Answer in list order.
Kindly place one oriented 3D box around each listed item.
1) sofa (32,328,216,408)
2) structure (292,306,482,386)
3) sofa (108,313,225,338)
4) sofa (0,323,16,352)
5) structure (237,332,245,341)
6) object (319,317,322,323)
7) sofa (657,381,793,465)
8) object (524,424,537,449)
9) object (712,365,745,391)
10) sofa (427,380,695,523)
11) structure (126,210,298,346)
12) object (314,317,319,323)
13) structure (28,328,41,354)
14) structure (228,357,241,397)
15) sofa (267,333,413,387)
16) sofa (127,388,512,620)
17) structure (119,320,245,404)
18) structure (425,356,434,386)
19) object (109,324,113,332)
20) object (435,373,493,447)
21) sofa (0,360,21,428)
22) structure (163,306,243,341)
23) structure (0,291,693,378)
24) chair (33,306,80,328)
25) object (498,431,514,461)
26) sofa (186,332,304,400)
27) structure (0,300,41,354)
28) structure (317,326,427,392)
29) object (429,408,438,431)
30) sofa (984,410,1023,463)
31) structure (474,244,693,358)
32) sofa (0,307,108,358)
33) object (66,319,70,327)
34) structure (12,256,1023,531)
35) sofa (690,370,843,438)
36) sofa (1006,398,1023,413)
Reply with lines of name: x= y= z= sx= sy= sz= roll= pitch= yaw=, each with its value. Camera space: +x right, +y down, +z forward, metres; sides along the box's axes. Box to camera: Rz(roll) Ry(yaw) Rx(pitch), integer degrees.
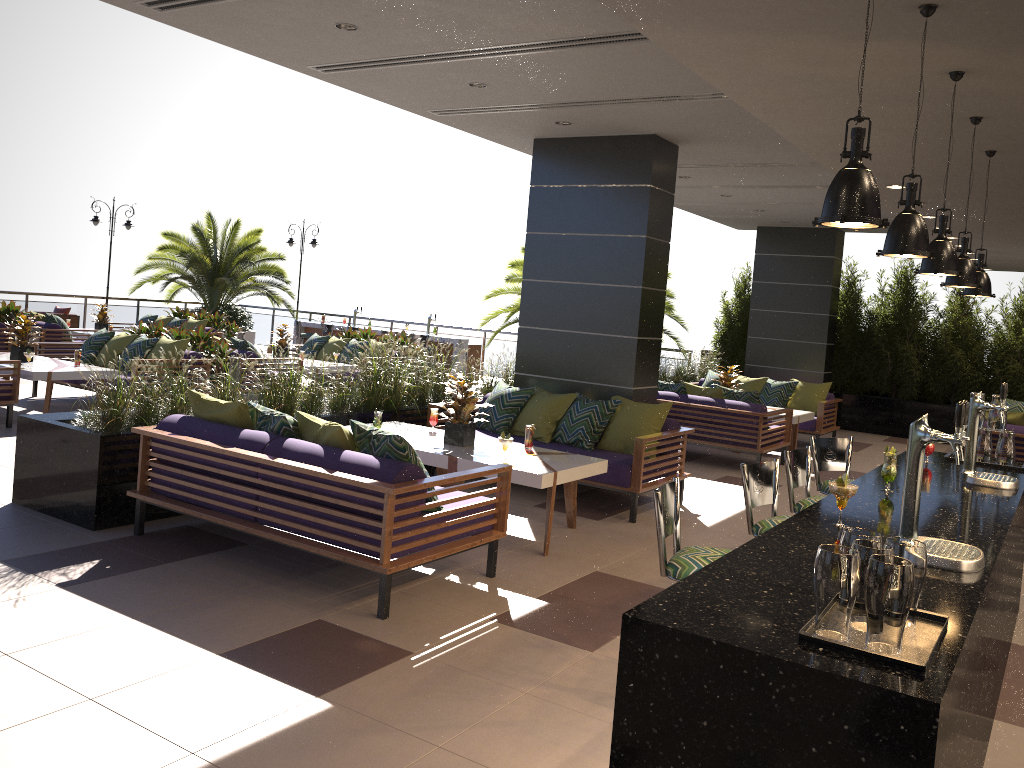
sofa: x=-4.803 y=-0.194 z=10.858 sx=2.132 sy=0.918 sz=1.119 roll=8 pitch=5 yaw=32
structure: x=-2.667 y=-0.888 z=18.306 sx=4.415 sy=1.326 sz=0.804 roll=8 pitch=4 yaw=32
sofa: x=-6.518 y=-0.837 z=16.495 sx=2.132 sy=0.918 sz=1.119 roll=8 pitch=5 yaw=32
sofa: x=-8.560 y=-0.719 z=13.268 sx=2.132 sy=0.918 sz=1.119 roll=8 pitch=5 yaw=32
structure: x=-5.101 y=-0.620 z=16.588 sx=0.100 sy=0.699 sz=0.180 roll=6 pitch=2 yaw=32
object: x=-4.239 y=-1.368 z=19.556 sx=0.105 sy=0.208 sz=0.105 roll=5 pitch=2 yaw=7
sofa: x=2.140 y=0.401 z=10.608 sx=2.132 sy=0.918 sz=1.119 roll=8 pitch=5 yaw=32
object: x=0.134 y=0.396 z=6.659 sx=0.066 sy=0.189 sz=0.085 roll=3 pitch=2 yaw=-33
object: x=2.867 y=0.005 z=11.707 sx=0.424 sy=0.525 sz=0.432 roll=2 pitch=4 yaw=-40
sofa: x=0.399 y=0.500 z=7.884 sx=2.132 sy=0.918 sz=1.119 roll=8 pitch=5 yaw=32
structure: x=-6.957 y=-2.463 z=20.950 sx=3.800 sy=3.297 sz=3.763 roll=5 pitch=4 yaw=0
object: x=-4.295 y=-1.364 z=19.455 sx=0.105 sy=0.208 sz=0.105 roll=5 pitch=2 yaw=7
structure: x=-7.197 y=-0.502 z=13.309 sx=0.100 sy=0.699 sz=0.180 roll=6 pitch=2 yaw=32
structure: x=-3.431 y=0.024 z=10.893 sx=0.100 sy=0.699 sz=0.180 roll=6 pitch=2 yaw=32
sofa: x=-2.767 y=-0.314 z=14.089 sx=2.132 sy=0.918 sz=1.119 roll=8 pitch=5 yaw=32
sofa: x=-1.188 y=0.590 z=5.400 sx=2.132 sy=0.918 sz=1.119 roll=8 pitch=5 yaw=32
structure: x=-4.409 y=-0.247 z=11.512 sx=2.427 sy=1.171 sz=0.700 roll=8 pitch=4 yaw=34
structure: x=-1.335 y=-0.095 z=14.172 sx=0.100 sy=0.699 sz=0.180 roll=6 pitch=2 yaw=32
object: x=-6.769 y=-0.909 z=14.926 sx=0.066 sy=0.189 sz=0.085 roll=4 pitch=2 yaw=-28
object: x=-0.387 y=0.190 z=6.609 sx=0.432 sy=0.525 sz=0.424 roll=8 pitch=4 yaw=45
sofa: x=-6.059 y=-0.125 z=8.916 sx=2.132 sy=0.918 sz=1.119 roll=8 pitch=5 yaw=32
structure: x=-6.130 y=-0.895 z=17.183 sx=2.258 sy=1.170 sz=0.736 roll=8 pitch=4 yaw=34
structure: x=-6.545 y=-0.560 z=12.542 sx=12.958 sy=1.056 sz=17.495 roll=8 pitch=6 yaw=32
chair: x=-9.624 y=-1.228 z=18.568 sx=0.717 sy=0.814 sz=0.713 roll=7 pitch=4 yaw=32
object: x=-0.046 y=0.427 z=6.103 sx=0.105 sy=0.197 sz=0.106 roll=3 pitch=3 yaw=-30
sofa: x=-4.016 y=-0.244 z=12.143 sx=2.132 sy=0.918 sz=1.119 roll=8 pitch=5 yaw=32
structure: x=-8.229 y=-0.779 z=13.940 sx=2.254 sy=1.170 sz=0.714 roll=7 pitch=3 yaw=29
structure: x=-2.323 y=-0.367 z=14.782 sx=2.258 sy=1.170 sz=0.736 roll=8 pitch=4 yaw=34
object: x=-0.636 y=0.290 z=7.195 sx=0.069 sy=0.181 sz=0.069 roll=5 pitch=2 yaw=15
sofa: x=6.186 y=0.798 z=9.899 sx=2.132 sy=0.918 sz=1.119 roll=8 pitch=5 yaw=32
structure: x=1.281 y=-1.319 z=15.734 sx=3.796 sy=3.297 sz=3.767 roll=4 pitch=4 yaw=-15
sofa: x=-7.773 y=-0.768 z=14.553 sx=2.132 sy=0.918 sz=1.119 roll=8 pitch=5 yaw=32
object: x=-7.796 y=-1.044 z=15.546 sx=0.069 sy=0.181 sz=0.069 roll=5 pitch=2 yaw=20
structure: x=0.443 y=-0.315 z=4.609 sx=7.841 sy=3.115 sz=24.717 roll=8 pitch=6 yaw=32
sofa: x=3.522 y=0.322 z=12.772 sx=2.132 sy=0.918 sz=1.119 roll=8 pitch=5 yaw=32
sofa: x=7.568 y=0.719 z=12.062 sx=2.132 sy=0.918 sz=1.119 roll=8 pitch=5 yaw=32
